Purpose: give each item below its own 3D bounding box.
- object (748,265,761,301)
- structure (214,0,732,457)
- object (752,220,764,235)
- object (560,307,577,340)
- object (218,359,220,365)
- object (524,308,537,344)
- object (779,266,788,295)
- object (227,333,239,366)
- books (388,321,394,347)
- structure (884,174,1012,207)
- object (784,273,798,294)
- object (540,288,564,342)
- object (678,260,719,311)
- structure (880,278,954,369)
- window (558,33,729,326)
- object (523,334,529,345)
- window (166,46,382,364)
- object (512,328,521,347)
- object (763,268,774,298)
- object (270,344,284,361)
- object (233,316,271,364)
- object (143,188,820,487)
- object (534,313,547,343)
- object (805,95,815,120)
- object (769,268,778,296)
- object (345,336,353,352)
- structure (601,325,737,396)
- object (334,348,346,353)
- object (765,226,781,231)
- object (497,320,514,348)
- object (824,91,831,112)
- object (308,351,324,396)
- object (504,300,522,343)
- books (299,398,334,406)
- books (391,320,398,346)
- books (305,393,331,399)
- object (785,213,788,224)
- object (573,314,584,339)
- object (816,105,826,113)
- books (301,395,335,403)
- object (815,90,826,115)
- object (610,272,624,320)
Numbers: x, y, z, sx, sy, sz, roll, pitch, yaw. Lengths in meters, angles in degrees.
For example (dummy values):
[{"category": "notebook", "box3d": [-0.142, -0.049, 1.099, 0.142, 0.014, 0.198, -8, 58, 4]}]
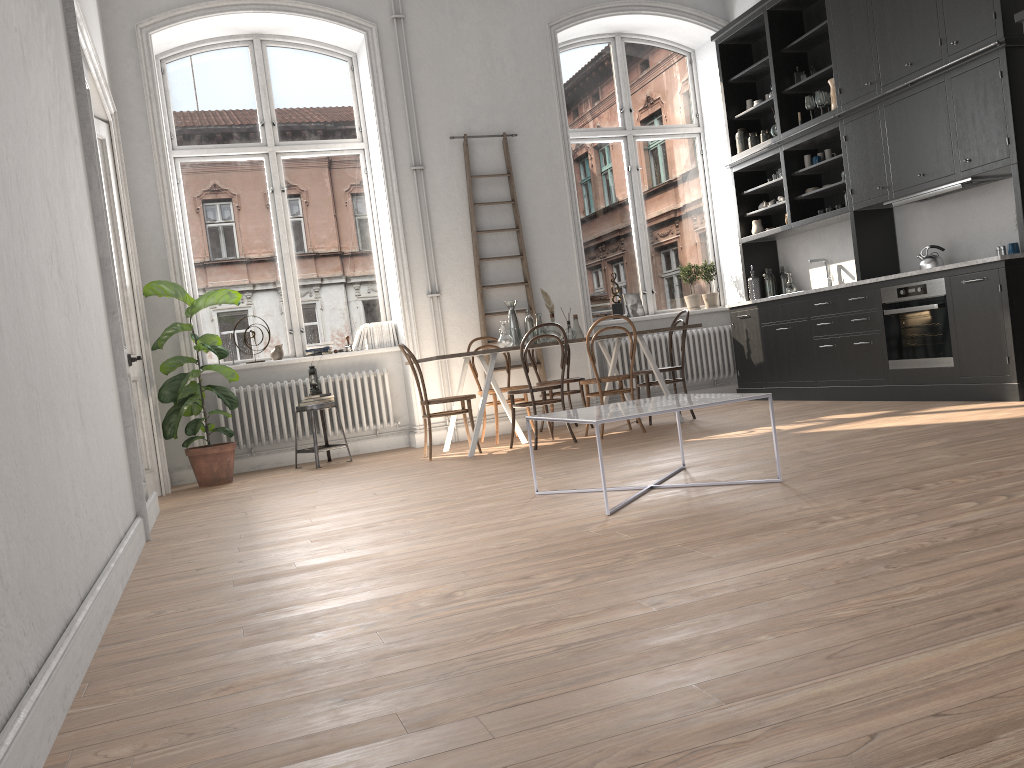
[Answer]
[{"category": "object", "box3d": [2.364, -0.988, 8.668, 0.108, 0.349, 0.109, -9, 3, -38]}, {"category": "structure", "box3d": [-0.324, -1.753, 8.366, 5.180, 4.475, 0.340, -8, 2, -19]}, {"category": "object", "box3d": [2.395, -1.519, 8.636, 0.127, 0.144, 0.115, -9, 2, -40]}, {"category": "object", "box3d": [0.470, -0.502, 7.352, 0.106, 0.283, 0.107, -8, 2, -24]}, {"category": "object", "box3d": [-2.605, -0.289, 7.851, 0.095, 0.289, 0.095, -7, 2, 13]}, {"category": "object", "box3d": [0.147, -0.467, 7.252, 0.086, 0.301, 0.086, -9, 2, -33]}, {"category": "object", "box3d": [2.658, -0.999, 8.671, 0.086, 0.301, 0.086, -6, 2, 27]}, {"category": "object", "box3d": [-2.476, -0.304, 7.834, 0.095, 0.289, 0.095, -7, 2, 4]}, {"category": "books", "box3d": [-1.150, -0.466, 8.335, 0.024, 0.243, 0.175, -8, 2, -19]}, {"category": "structure", "box3d": [3.205, -1.449, 6.576, 0.379, 0.123, 0.844, -8, 2, -19]}, {"category": "object", "box3d": [2.684, -0.960, 8.546, 0.132, 0.219, 0.120, -8, 2, -18]}, {"category": "object", "box3d": [0.327, -0.562, 7.220, 0.157, 0.446, 0.157, -7, 2, -1]}, {"category": "object", "box3d": [1.983, -1.047, 9.396, 0.499, 0.524, 0.234, -8, 2, -29]}, {"category": "structure", "box3d": [3.202, -0.462, 6.560, 0.618, 0.623, 0.622, -8, 2, -19]}, {"category": "window", "box3d": [5.672, -7.241, 14.031, 14.380, 15.940, 26.400, -8, 2, -19]}, {"category": "object", "box3d": [0.117, -0.355, 7.140, 0.058, 0.094, 0.058, -7, 2, 10]}, {"category": "window", "box3d": [-2.154, -1.691, 8.176, 1.622, 2.844, 0.013, -8, 2, -19]}, {"category": "object", "box3d": [0.025, -0.377, 7.209, 0.083, 0.158, 0.083, -8, 2, -23]}, {"category": "object", "box3d": [2.500, -0.978, 8.646, 0.086, 0.301, 0.086, -9, 2, -33]}, {"category": "object", "box3d": [-2.113, -0.282, 7.974, 0.100, 0.142, 0.102, -9, 3, -44]}, {"category": "object", "box3d": [-2.313, -0.396, 7.911, 0.347, 0.425, 0.087, -7, 2, 14]}, {"category": "object", "box3d": [-0.017, -0.446, 7.602, 5.825, 1.843, 0.792, -8, 2, -14]}, {"category": "object", "box3d": [0.233, -0.457, 7.358, 0.098, 0.255, 0.100, -9, 3, -42]}, {"category": "object", "box3d": [2.568, -2.360, 7.623, 0.083, 0.221, 0.083, -7, 2, 13]}, {"category": "object", "box3d": [2.564, -0.990, 8.751, 0.086, 0.301, 0.086, -7, 2, -4]}, {"category": "object", "box3d": [-1.502, -0.369, 8.145, 0.088, 0.153, 0.048, -6, 3, 41]}, {"category": "structure", "box3d": [1.605, -0.251, 9.087, 1.577, 0.552, 0.194, -8, 2, -19]}, {"category": "object", "box3d": [-1.593, -0.306, 8.172, 0.088, 0.048, 0.153, -7, 2, 21]}, {"category": "object", "box3d": [2.518, -1.477, 8.511, 0.180, 0.037, 0.180, -8, 2, -34]}, {"category": "object", "box3d": [-0.058, -0.394, 7.047, 0.132, 0.219, 0.132, -8, 2, -29]}, {"category": "object", "box3d": [2.697, -2.375, 7.562, 0.083, 0.221, 0.083, -8, 2, -20]}, {"category": "object", "box3d": [-1.681, -0.099, 7.589, 0.154, 0.383, 0.163, -5, 3, 45]}, {"category": "object", "box3d": [0.013, -0.493, 7.325, 0.116, 0.383, 0.116, -8, 2, -7]}, {"category": "books", "box3d": [-1.661, 0.153, 7.560, 0.194, 0.034, 0.246, -7, 2, 22]}, {"category": "books", "box3d": [-1.120, -0.470, 8.343, 0.040, 0.244, 0.174, -8, 2, -19]}, {"category": "books", "box3d": [-1.656, 0.104, 7.566, 0.147, 0.027, 0.221, -7, 2, 13]}, {"category": "object", "box3d": [2.545, -1.515, 8.146, 0.070, 0.123, 0.173, -7, 2, 14]}, {"category": "object", "box3d": [0.545, -0.478, 7.456, 0.101, 0.212, 0.101, -7, 2, 21]}, {"category": "object", "box3d": [2.670, -2.374, 7.640, 0.083, 0.221, 0.083, -8, 2, -27]}, {"category": "books", "box3d": [-1.654, 0.126, 7.565, 0.163, 0.029, 0.232, -6, 2, 42]}, {"category": "object", "box3d": [2.612, -2.363, 7.499, 0.083, 0.221, 0.083, -6, 2, 28]}, {"category": "object", "box3d": [1.063, -0.903, 9.079, 0.122, 0.488, 0.102, -7, 2, 6]}]
